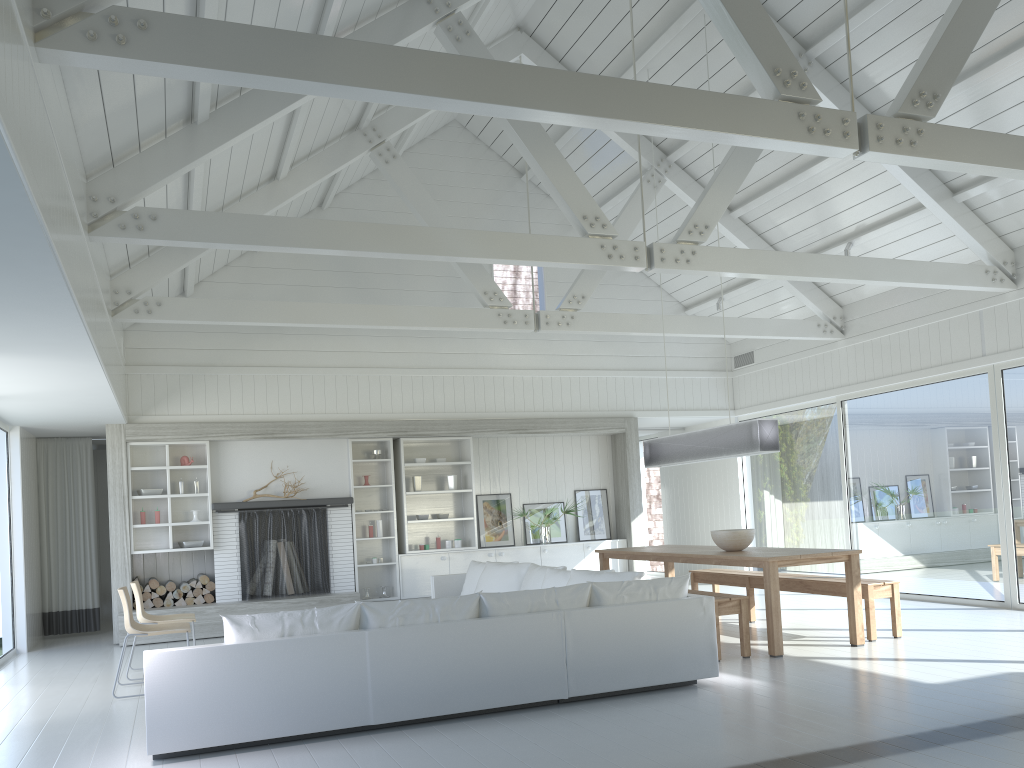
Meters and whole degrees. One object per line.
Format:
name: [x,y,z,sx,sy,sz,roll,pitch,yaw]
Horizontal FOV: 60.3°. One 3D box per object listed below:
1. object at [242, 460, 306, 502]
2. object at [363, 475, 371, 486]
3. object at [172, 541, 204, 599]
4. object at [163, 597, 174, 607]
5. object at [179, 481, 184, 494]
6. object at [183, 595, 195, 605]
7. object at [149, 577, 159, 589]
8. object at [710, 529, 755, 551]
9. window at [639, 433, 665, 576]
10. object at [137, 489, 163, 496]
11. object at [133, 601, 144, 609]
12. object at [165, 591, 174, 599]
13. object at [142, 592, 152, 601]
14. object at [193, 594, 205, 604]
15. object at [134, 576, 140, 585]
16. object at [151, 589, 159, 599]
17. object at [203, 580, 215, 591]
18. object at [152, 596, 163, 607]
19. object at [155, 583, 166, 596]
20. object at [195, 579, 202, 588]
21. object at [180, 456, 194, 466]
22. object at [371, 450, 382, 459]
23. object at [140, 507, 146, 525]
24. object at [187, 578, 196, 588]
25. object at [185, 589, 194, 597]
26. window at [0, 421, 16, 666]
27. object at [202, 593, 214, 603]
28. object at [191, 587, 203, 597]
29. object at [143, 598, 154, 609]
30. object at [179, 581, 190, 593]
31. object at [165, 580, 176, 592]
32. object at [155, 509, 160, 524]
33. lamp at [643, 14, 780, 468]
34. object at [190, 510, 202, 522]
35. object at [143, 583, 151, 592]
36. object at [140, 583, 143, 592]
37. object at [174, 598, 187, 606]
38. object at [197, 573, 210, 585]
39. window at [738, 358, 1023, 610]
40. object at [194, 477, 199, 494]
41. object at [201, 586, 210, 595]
object: [-2.709,1.131,10.357,0.459,0.500,0.784,-7,-8,38]
object: [-1.808,1.205,10.958,0.137,0.129,0.137,-5,-6,21]
object: [-3.806,2.145,10.197,0.341,0.640,0.616,-1,-6,-36]
object: [-3.962,2.492,10.163,0.105,0.114,0.521,-1,-8,-22]
object: [-3.784,1.169,10.089,0.054,0.195,0.054,-2,-3,-21]
object: [-3.752,2.512,10.244,0.108,0.105,0.519,-1,-8,-23]
object: [-4.108,2.282,10.111,0.110,0.110,0.498,-1,-8,-23]
object: [1.964,1.387,7.818,0.389,0.184,0.393,1,-8,-30]
window: [2.407,2.089,15.170,0.037,2.417,0.952,-2,-3,-21]
object: [-4.099,1.232,9.980,0.242,0.072,0.244,3,-10,-36]
object: [-4.258,2.511,10.048,0.108,0.105,0.519,-1,-8,-23]
object: [-3.947,2.418,10.151,0.080,0.079,0.482,-1,-8,-23]
object: [-4.179,2.415,10.075,0.109,0.109,0.498,-1,-8,-23]
object: [-3.660,2.509,10.288,0.134,0.146,0.552,-1,-8,-21]
object: [-4.278,2.239,10.033,0.080,0.079,0.482,-1,-8,-23]
object: [-4.091,2.405,10.102,0.080,0.079,0.482,-1,-8,-23]
object: [-3.546,2.357,10.324,0.109,0.109,0.498,-1,-8,-23]
object: [-4.065,2.490,10.116,0.110,0.110,0.498,-1,-8,-23]
object: [-4.038,2.361,10.133,0.109,0.109,0.498,-1,-8,-23]
object: [-3.662,2.324,10.267,0.080,0.079,0.482,-1,-8,-23]
object: [-3.738,0.884,10.112,0.232,0.126,0.059,-6,-4,23]
object: [-1.686,0.886,10.995,0.161,0.123,0.162,-4,-6,11]
object: [-4.156,1.485,9.926,0.054,0.195,0.054,-2,-3,-21]
object: [-3.722,2.313,10.244,0.086,0.091,0.483,-1,-8,-23]
object: [-3.748,2.418,10.228,0.080,0.079,0.482,-1,-8,-23]
window: [-3.756,0.983,5.356,0.080,2.407,8.789,-2,-8,-21]
object: [-3.559,2.491,10.312,0.110,0.110,0.498,-1,-8,-23]
object: [-3.673,2.416,10.271,0.109,0.109,0.498,-1,-8,-23]
object: [-4.166,2.507,10.092,0.134,0.146,0.552,-1,-8,-21]
object: [-3.799,2.353,10.226,0.109,0.109,0.498,-1,-8,-23]
object: [-3.943,2.326,10.171,0.109,0.109,0.498,-1,-8,-23]
object: [-4.014,1.486,9.981,0.054,0.195,0.054,-2,-3,-21]
lamp: [1.681,-1.393,8.268,0.200,4.224,1.919,-2,-3,-21]
object: [-3.635,1.519,10.123,0.137,0.129,0.138,1,-6,-34]
object: [-4.168,2.322,10.071,0.080,0.079,0.482,-1,-8,-23]
object: [-4.263,2.330,10.048,0.109,0.109,0.498,-1,-8,-23]
object: [-3.844,2.526,10.216,0.134,0.146,0.552,-1,-8,-21]
object: [-3.609,2.277,10.305,0.110,0.110,0.498,-1,-8,-23]
window: [5.265,0.836,7.667,0.080,2.406,11.022,-2,-8,-21]
object: [-3.630,1.169,10.149,0.054,0.195,0.054,-2,-3,-21]
object: [-3.585,2.407,10.299,0.080,0.079,0.482,-1,-8,-23]
